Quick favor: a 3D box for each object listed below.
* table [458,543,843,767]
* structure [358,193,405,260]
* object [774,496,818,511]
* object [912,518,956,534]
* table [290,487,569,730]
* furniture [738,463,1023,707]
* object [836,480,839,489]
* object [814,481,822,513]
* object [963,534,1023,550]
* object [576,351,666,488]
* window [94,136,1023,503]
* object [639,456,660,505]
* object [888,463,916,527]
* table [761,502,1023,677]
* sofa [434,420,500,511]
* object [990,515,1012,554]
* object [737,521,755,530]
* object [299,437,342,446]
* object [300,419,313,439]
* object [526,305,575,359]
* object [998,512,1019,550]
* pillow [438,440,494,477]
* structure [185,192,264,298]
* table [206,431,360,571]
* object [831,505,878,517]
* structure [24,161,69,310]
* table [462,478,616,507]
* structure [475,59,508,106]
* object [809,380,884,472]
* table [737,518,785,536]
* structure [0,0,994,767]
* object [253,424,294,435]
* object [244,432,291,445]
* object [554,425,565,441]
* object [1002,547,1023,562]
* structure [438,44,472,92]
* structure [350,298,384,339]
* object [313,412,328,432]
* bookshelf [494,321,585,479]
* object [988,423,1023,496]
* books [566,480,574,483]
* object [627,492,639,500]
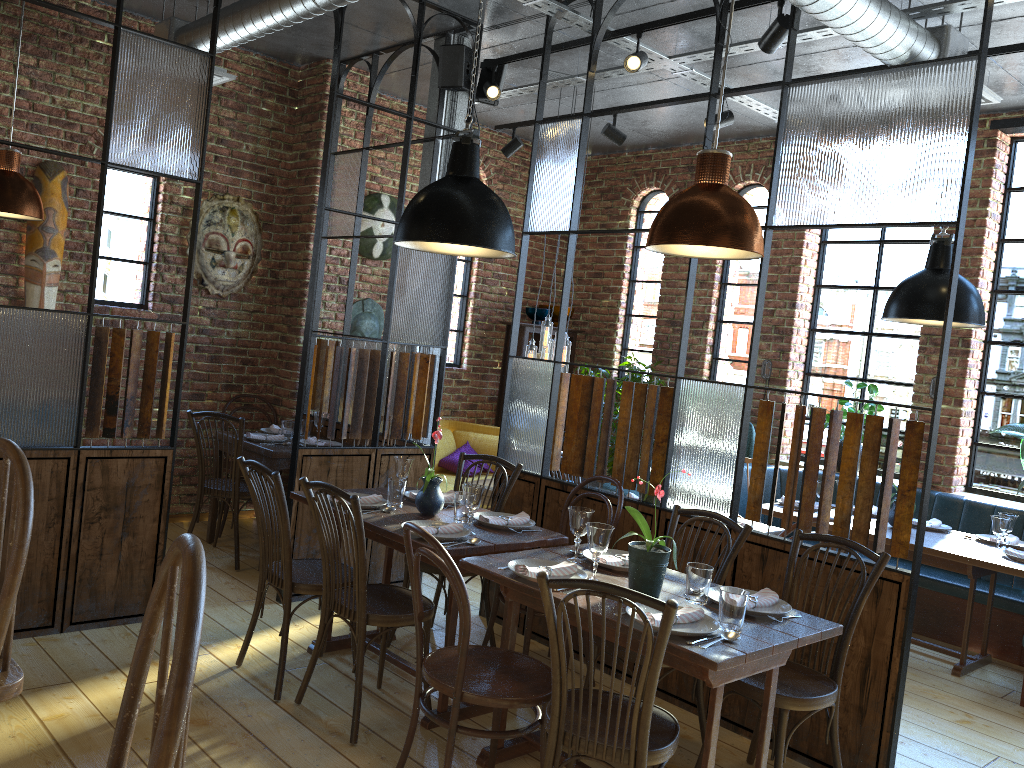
[{"bbox_3d":[0.387,1.046,2.953,0.693,0.727,1.081,4,3,-43],"label":"table"},{"bbox_3d":[-1.034,-1.231,6.908,0.506,0.520,0.154,4,3,-43],"label":"structure"},{"bbox_3d":[1.787,0.747,5.508,0.310,0.051,0.282,4,4,-39],"label":"object"},{"bbox_3d":[2.465,0.831,5.283,0.257,0.051,0.340,4,4,-40],"label":"object"},{"bbox_3d":[-0.418,0.917,3.817,0.693,0.727,1.081,4,3,-43],"label":"table"},{"bbox_3d":[2.462,1.108,5.260,1.301,0.822,2.739,4,4,-43],"label":"furniture"},{"bbox_3d":[2.069,0.705,5.522,0.096,0.191,0.100,6,2,-14],"label":"object"},{"bbox_3d":[1.886,0.693,5.367,0.096,0.191,0.100,6,2,-14],"label":"object"},{"bbox_3d":[2.757,0.877,4.982,0.257,0.051,0.340,4,4,-40],"label":"object"},{"bbox_3d":[0.843,0.475,7.411,0.893,1.527,0.698,7,2,26],"label":"object"},{"bbox_3d":[1.744,-0.619,6.152,8.749,2.428,3.354,7,3,15],"label":"window"},{"bbox_3d":[0.676,0.437,4.193,0.137,0.426,0.211,6,2,-10],"label":"object"},{"bbox_3d":[2.270,0.626,5.144,0.132,0.431,0.226,5,2,-25],"label":"object"},{"bbox_3d":[2.256,1.176,5.094,0.784,0.660,1.615,4,3,-43],"label":"table"},{"bbox_3d":[-0.654,0.727,6.773,0.825,0.762,1.909,8,3,30],"label":"sofa"},{"bbox_3d":[2.586,0.802,4.679,0.096,0.191,0.100,6,2,-14],"label":"object"},{"bbox_3d":[1.011,0.660,4.222,0.310,0.051,0.282,4,4,-39],"label":"object"},{"bbox_3d":[-1.174,0.363,5.481,0.310,0.051,0.282,4,4,-39],"label":"object"},{"bbox_3d":[-1.348,0.295,5.762,0.083,0.119,0.086,6,2,-12],"label":"object"},{"bbox_3d":[0.223,0.160,8.011,0.343,1.760,0.580,8,3,41],"label":"object"},{"bbox_3d":[2.711,0.808,4.833,0.096,0.191,0.100,6,2,-14],"label":"object"},{"bbox_3d":[-0.668,0.524,6.783,0.419,0.453,1.428,8,3,34],"label":"pillow"},{"bbox_3d":[-1.967,-0.958,6.102,0.561,0.726,0.133,4,3,-43],"label":"structure"},{"bbox_3d":[-1.424,0.720,5.629,0.715,0.726,0.787,4,3,-43],"label":"table"},{"bbox_3d":[2.201,0.789,5.566,0.257,0.051,0.340,4,4,-40],"label":"object"},{"bbox_3d":[-2.824,-0.794,5.344,0.221,1.119,0.098,5,3,-43],"label":"structure"},{"bbox_3d":[0.175,0.974,6.202,0.784,0.508,0.894,8,3,32],"label":"table"},{"bbox_3d":[-0.130,-1.876,5.471,0.184,0.267,0.166,6,2,-2],"label":"structure"},{"bbox_3d":[2.460,0.309,6.367,0.375,0.662,0.528,6,2,-20],"label":"object"},{"bbox_3d":[0.782,1.018,4.403,0.715,0.726,0.787,4,3,-43],"label":"table"},{"bbox_3d":[-0.225,-0.285,2.168,6.105,3.324,5.774,8,3,31],"label":"structure"},{"bbox_3d":[-1.537,0.308,5.803,0.310,0.051,0.282,4,4,-39],"label":"object"},{"bbox_3d":[-1.515,0.328,5.443,0.257,0.051,0.340,4,4,-40],"label":"object"},{"bbox_3d":[0.220,0.380,5.986,0.273,0.703,0.161,8,3,38],"label":"object"},{"bbox_3d":[2.703,0.892,4.566,0.310,0.051,0.282,4,4,-39],"label":"object"},{"bbox_3d":[-0.343,-1.890,5.278,0.171,0.267,0.178,7,2,20],"label":"structure"},{"bbox_3d":[-1.162,-0.357,6.908,0.350,0.639,0.109,4,3,-42],"label":"structure"},{"bbox_3d":[-1.229,0.279,5.619,0.095,0.191,0.102,5,2,-23],"label":"object"},{"bbox_3d":[0.185,0.302,8.016,0.778,1.667,0.332,4,3,-43],"label":"bookshelf"},{"bbox_3d":[3.305,0.399,5.346,0.579,0.751,0.769,4,3,-44],"label":"object"},{"bbox_3d":[0.341,0.716,6.334,0.265,0.028,0.165,5,3,-18],"label":"books"},{"bbox_3d":[0.685,0.609,4.555,0.310,0.051,0.282,4,4,-39],"label":"object"}]
